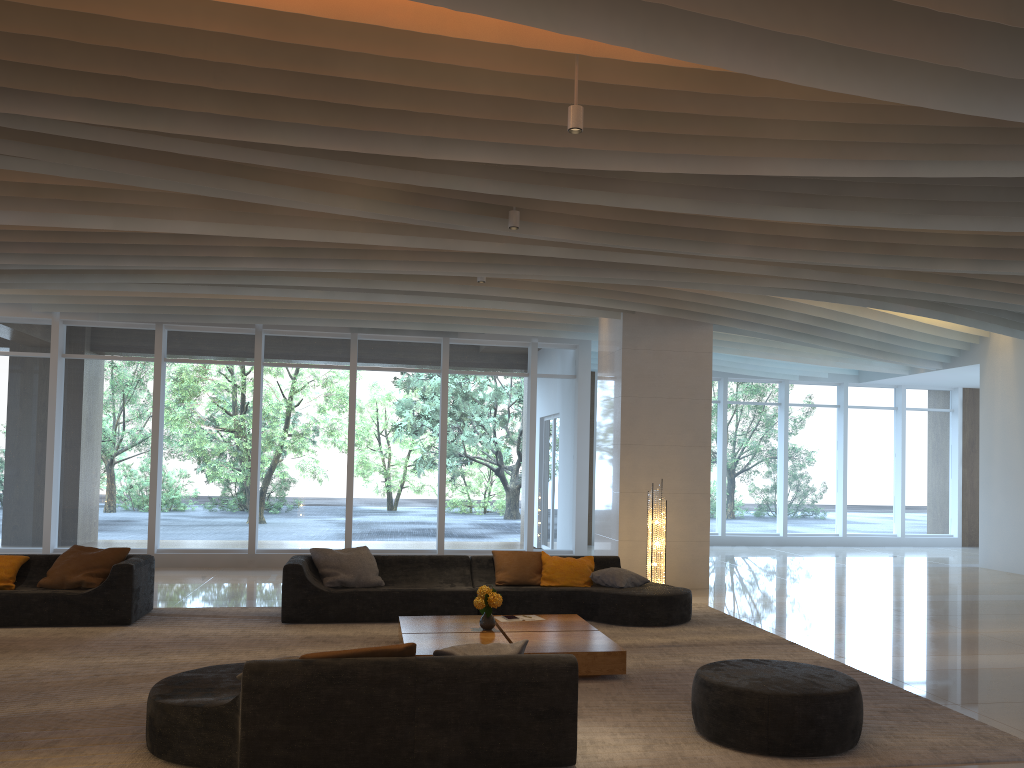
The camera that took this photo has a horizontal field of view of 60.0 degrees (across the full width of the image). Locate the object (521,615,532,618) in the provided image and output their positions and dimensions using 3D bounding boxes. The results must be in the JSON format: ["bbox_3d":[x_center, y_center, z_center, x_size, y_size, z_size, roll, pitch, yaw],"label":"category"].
[{"bbox_3d":[0.112,2.053,7.807,0.107,0.014,0.178,4,-6,-28],"label":"object"}]

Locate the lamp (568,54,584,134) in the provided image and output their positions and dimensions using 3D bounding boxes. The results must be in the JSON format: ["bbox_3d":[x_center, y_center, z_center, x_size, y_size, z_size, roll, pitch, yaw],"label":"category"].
[{"bbox_3d":[0.381,-2.204,5.129,0.087,1.502,0.091,0,-2,35],"label":"lamp"}]

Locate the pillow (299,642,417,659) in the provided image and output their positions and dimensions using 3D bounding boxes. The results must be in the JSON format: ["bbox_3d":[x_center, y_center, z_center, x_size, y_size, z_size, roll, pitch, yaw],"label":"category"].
[{"bbox_3d":[-0.794,1.525,4.674,0.608,0.391,0.396,2,-4,-8],"label":"pillow"}]

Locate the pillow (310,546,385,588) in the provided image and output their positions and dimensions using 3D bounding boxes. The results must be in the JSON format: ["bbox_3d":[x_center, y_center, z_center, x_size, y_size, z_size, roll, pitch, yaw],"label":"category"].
[{"bbox_3d":[-1.695,1.878,9.120,0.649,0.377,0.539,4,-5,-32],"label":"pillow"}]

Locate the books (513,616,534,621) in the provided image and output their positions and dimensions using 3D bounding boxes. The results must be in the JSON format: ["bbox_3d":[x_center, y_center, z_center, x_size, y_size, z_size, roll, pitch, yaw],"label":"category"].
[{"bbox_3d":[0.065,2.053,7.781,0.215,0.011,0.179,4,-6,-29],"label":"books"}]

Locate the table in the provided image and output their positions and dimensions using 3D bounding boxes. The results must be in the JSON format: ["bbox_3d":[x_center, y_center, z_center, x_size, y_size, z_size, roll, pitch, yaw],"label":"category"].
[{"bbox_3d":[-0.078,2.107,7.136,1.611,0.219,1.596,2,-5,-10],"label":"table"}]

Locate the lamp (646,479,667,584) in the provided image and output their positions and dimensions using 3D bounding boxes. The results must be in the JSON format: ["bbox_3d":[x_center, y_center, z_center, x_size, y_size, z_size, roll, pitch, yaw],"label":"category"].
[{"bbox_3d":[1.713,1.849,10.514,0.252,1.447,0.249,2,-2,-10],"label":"lamp"}]

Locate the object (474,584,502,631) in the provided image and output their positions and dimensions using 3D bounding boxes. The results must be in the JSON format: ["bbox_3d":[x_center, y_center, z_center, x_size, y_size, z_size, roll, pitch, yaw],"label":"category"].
[{"bbox_3d":[-0.198,1.813,7.221,0.237,0.376,0.265,2,-3,-8],"label":"object"}]

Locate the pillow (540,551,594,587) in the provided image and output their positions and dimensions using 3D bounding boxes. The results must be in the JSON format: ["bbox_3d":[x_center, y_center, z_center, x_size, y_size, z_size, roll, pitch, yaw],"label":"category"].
[{"bbox_3d":[0.594,2.003,9.475,0.608,0.402,0.475,1,-4,-3],"label":"pillow"}]

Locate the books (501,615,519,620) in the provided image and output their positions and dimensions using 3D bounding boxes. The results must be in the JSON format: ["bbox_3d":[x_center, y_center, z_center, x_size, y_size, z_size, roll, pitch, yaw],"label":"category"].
[{"bbox_3d":[-0.015,2.046,7.770,0.113,0.011,0.180,3,-6,-19],"label":"books"}]

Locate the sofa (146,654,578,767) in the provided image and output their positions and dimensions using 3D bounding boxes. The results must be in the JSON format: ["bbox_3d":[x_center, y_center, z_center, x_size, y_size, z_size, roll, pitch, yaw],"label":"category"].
[{"bbox_3d":[-0.864,1.713,4.992,2.267,0.575,1.350,2,-5,-10],"label":"sofa"}]

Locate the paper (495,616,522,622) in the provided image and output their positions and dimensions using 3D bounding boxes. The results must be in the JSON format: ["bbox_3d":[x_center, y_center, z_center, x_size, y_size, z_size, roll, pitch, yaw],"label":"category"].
[{"bbox_3d":[-0.033,2.053,7.758,0.188,0.001,0.254,3,-5,-18],"label":"paper"}]

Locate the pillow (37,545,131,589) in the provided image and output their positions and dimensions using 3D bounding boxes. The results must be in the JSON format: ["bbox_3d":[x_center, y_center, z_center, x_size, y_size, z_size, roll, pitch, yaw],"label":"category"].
[{"bbox_3d":[-4.166,1.781,8.643,0.634,0.377,0.553,0,-4,12],"label":"pillow"}]

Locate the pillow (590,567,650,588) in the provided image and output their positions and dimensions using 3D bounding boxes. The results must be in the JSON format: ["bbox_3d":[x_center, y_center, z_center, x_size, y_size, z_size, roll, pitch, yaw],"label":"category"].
[{"bbox_3d":[1.150,2.073,9.444,0.432,0.208,0.597,-3,-6,40],"label":"pillow"}]

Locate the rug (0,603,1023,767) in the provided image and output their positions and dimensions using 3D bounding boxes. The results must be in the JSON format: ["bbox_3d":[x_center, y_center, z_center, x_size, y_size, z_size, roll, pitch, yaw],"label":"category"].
[{"bbox_3d":[-5.356,2.012,6.115,16.322,0.022,5.494,2,-5,-11],"label":"rug"}]

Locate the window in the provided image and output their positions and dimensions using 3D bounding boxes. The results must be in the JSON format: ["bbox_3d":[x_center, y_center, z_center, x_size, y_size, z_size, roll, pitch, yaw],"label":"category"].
[{"bbox_3d":[-7.985,0.463,9.943,55.518,3.212,21.791,6,-7,-44],"label":"window"}]

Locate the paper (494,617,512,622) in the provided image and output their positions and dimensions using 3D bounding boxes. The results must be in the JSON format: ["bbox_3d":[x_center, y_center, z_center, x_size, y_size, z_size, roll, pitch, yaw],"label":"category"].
[{"bbox_3d":[-0.037,2.053,7.754,0.199,0.001,0.261,3,-6,-18],"label":"paper"}]

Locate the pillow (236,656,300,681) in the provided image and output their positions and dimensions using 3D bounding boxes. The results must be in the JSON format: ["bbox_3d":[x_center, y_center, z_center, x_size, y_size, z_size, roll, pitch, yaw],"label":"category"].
[{"bbox_3d":[-1.161,1.565,4.782,0.423,0.246,0.479,-1,-5,25],"label":"pillow"}]

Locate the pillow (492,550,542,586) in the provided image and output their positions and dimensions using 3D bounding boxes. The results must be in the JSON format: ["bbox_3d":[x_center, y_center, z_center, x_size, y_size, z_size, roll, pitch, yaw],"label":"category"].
[{"bbox_3d":[0.088,1.973,9.437,0.580,0.373,0.368,2,-4,-11],"label":"pillow"}]

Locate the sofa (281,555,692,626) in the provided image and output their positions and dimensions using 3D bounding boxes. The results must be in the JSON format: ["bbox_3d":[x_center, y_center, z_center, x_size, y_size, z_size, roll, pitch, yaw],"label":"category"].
[{"bbox_3d":[-0.223,2.112,9.230,4.192,0.581,1.339,2,-5,-4],"label":"sofa"}]

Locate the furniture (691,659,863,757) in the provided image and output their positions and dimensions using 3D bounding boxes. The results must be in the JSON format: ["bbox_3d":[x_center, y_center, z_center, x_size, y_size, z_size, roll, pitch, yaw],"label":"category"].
[{"bbox_3d":[1.564,1.899,5.267,0.984,0.363,0.986,1,-5,-1],"label":"furniture"}]

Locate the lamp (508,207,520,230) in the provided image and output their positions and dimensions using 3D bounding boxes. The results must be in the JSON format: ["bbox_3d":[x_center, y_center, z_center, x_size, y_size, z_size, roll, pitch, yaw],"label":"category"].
[{"bbox_3d":[0.032,-2.017,7.250,0.087,1.502,0.091,0,-2,35],"label":"lamp"}]

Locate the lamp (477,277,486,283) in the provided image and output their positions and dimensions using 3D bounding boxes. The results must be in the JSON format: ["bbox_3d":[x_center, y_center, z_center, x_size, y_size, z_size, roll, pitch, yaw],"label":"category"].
[{"bbox_3d":[-0.306,-1.827,9.409,0.087,1.502,0.091,0,-2,35],"label":"lamp"}]

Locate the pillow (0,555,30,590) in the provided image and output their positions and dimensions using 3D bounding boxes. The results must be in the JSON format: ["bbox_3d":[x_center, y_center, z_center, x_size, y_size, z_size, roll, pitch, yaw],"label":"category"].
[{"bbox_3d":[-4.997,1.818,8.397,0.641,0.393,0.448,2,-4,-11],"label":"pillow"}]

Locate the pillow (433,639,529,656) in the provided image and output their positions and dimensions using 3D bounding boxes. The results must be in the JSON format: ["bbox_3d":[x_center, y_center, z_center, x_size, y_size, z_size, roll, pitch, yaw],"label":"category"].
[{"bbox_3d":[-0.179,1.553,4.902,0.568,0.344,0.455,2,-4,-12],"label":"pillow"}]

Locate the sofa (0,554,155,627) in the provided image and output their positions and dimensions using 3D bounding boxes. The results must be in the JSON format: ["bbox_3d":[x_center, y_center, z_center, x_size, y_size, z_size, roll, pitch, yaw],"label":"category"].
[{"bbox_3d":[-5.571,1.889,8.058,4.173,0.581,1.346,2,-5,-12],"label":"sofa"}]

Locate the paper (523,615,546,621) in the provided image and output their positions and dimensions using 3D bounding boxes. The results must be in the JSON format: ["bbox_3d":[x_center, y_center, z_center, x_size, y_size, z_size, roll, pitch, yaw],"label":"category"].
[{"bbox_3d":[0.163,2.064,7.828,0.188,0.001,0.254,3,-6,-23],"label":"paper"}]
